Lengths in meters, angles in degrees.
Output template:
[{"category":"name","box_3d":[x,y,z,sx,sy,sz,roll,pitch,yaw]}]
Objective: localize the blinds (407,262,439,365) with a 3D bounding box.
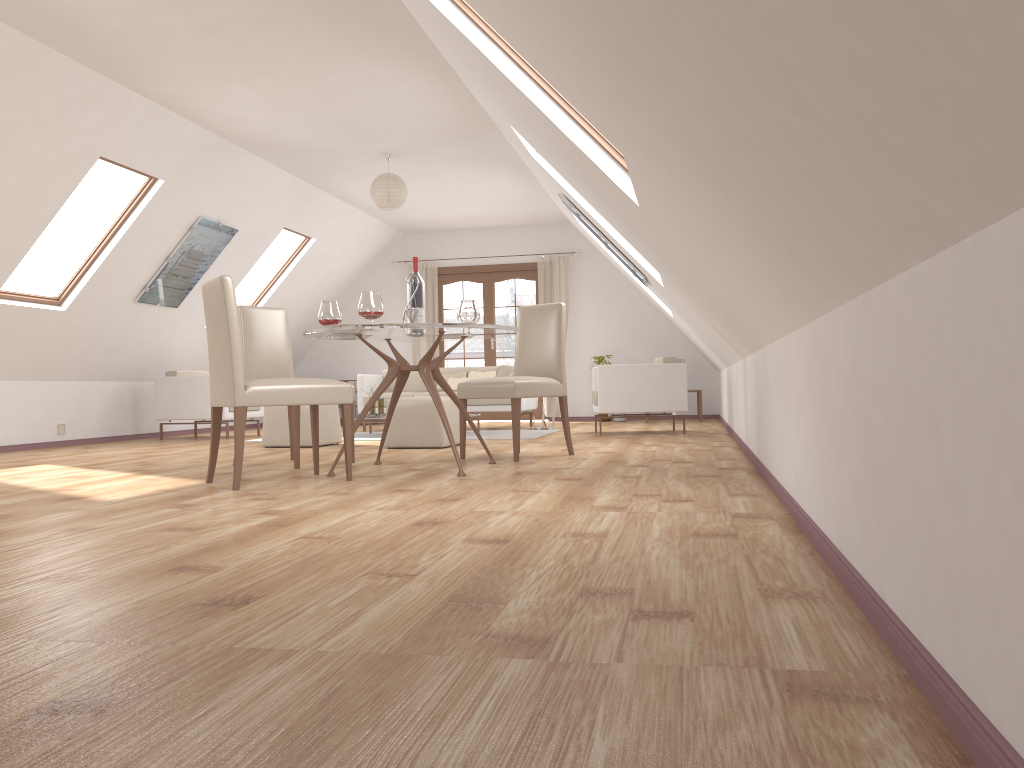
[{"category":"blinds","box_3d":[-1.190,-0.582,12.050,0.423,2.130,0.120,-1,0,9]}]

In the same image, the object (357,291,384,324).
[{"category":"object","box_3d":[-0.729,-0.383,4.577,0.136,0.183,0.136,-1,0,-10]}]

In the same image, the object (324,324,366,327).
[{"category":"object","box_3d":[-0.870,-0.298,4.696,0.228,0.020,0.228,-1,0,-33]}]

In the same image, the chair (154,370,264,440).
[{"category":"chair","box_3d":[-3.121,0.205,9.212,0.820,0.706,0.748,-1,0,14]}]

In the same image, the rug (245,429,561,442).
[{"category":"rug","box_3d":[-1.017,0.506,8.730,2.800,0.007,1.600,-1,0,12]}]

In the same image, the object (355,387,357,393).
[{"category":"object","box_3d":[-2.208,0.090,11.939,0.109,0.109,0.435,-1,0,12]}]

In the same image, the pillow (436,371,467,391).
[{"category":"pillow","box_3d":[-0.692,-0.032,10.136,0.351,0.235,0.185,-1,0,15]}]

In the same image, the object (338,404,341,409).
[{"category":"object","box_3d":[-2.387,0.283,11.974,0.109,0.109,0.435,-1,0,12]}]

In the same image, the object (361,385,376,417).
[{"category":"object","box_3d":[-1.420,0.148,8.940,0.184,0.359,0.123,-1,0,-37]}]

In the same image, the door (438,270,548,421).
[{"category":"door","box_3d":[-0.301,-0.508,11.962,1.546,2.001,0.098,-1,0,12]}]

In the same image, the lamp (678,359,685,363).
[{"category":"lamp","box_3d":[2.053,-0.122,11.032,0.180,0.375,0.221,-1,0,-45]}]

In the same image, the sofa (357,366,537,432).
[{"category":"sofa","box_3d":[-0.718,0.158,10.035,1.880,0.706,0.820,-1,0,12]}]

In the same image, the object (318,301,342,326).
[{"category":"object","box_3d":[-1.026,-0.374,5.000,0.136,0.183,0.136,-1,0,-10]}]

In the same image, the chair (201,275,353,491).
[{"category":"chair","box_3d":[-1.177,-0.011,4.418,0.618,0.999,0.477,-1,0,-34]}]

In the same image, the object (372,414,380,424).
[{"category":"object","box_3d":[-1.856,0.333,12.065,0.115,0.443,0.120,-1,0,6]}]

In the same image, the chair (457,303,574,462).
[{"category":"chair","box_3d":[0.029,-0.029,5.692,0.477,0.999,0.618,-2,0,39]}]

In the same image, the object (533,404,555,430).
[{"category":"object","box_3d":[0.341,0.351,9.567,0.212,0.267,0.315,-1,0,-1]}]

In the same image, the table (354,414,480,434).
[{"category":"table","box_3d":[-0.967,0.414,8.788,1.173,0.190,0.730,-1,0,12]}]

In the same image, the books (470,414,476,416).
[{"category":"books","box_3d":[-0.498,0.305,8.657,0.280,0.005,0.192,-1,0,4]}]

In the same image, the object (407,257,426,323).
[{"category":"object","box_3d":[-0.551,-0.512,5.097,0.109,0.435,0.109,-1,0,7]}]

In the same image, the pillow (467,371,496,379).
[{"category":"pillow","box_3d":[-0.359,-0.039,10.063,0.351,0.225,0.196,-1,0,17]}]

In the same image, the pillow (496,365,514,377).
[{"category":"pillow","box_3d":[-0.061,-0.080,9.957,0.269,0.276,0.424,-1,0,-29]}]

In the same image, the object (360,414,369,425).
[{"category":"object","box_3d":[-1.981,0.334,11.877,0.115,0.443,0.120,-1,0,6]}]

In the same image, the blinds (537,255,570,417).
[{"category":"blinds","box_3d":[0.564,-0.625,11.651,0.424,2.129,0.123,-1,0,6]}]

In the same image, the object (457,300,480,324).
[{"category":"object","box_3d":[-0.251,-0.390,5.112,0.136,0.183,0.136,-2,0,38]}]

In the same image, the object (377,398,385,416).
[{"category":"object","box_3d":[-1.335,0.234,9.038,0.075,0.185,0.075,-2,0,43]}]

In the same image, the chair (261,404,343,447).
[{"category":"chair","box_3d":[-1.754,0.318,7.425,0.506,0.394,0.506,-1,0,16]}]

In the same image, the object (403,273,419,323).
[{"category":"object","box_3d":[-0.556,-0.455,4.945,0.086,0.322,0.096,-1,0,-26]}]

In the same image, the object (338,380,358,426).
[{"category":"object","box_3d":[-2.468,0.257,12.034,0.854,0.608,0.417,-1,0,12]}]

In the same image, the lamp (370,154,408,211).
[{"category":"lamp","box_3d":[-1.127,-1.844,8.097,0.340,0.497,0.340,-1,0,-39]}]

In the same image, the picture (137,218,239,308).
[{"category":"picture","box_3d":[-3.048,-1.124,8.379,0.683,0.738,0.650,-1,0,12]}]

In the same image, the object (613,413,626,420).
[{"category":"object","box_3d":[1.348,0.229,11.080,0.234,0.480,0.209,-1,0,-22]}]

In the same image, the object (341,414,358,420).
[{"category":"object","box_3d":[-2.200,0.466,11.935,0.109,0.109,0.435,-1,0,12]}]

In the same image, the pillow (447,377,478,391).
[{"category":"pillow","box_3d":[-0.573,0.007,9.958,0.363,0.170,0.227,-1,0,17]}]

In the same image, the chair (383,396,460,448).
[{"category":"chair","box_3d":[-0.686,0.292,6.960,0.506,0.394,0.506,-1,0,16]}]

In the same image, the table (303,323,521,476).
[{"category":"table","box_3d":[-0.542,0.091,4.942,1.198,0.770,1.198,-1,0,32]}]

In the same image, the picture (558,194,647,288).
[{"category":"picture","box_3d":[0.786,-1.212,7.593,0.683,0.738,0.650,-1,0,12]}]

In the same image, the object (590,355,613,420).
[{"category":"object","box_3d":[1.167,0.050,11.371,0.311,0.846,0.307,-1,0,4]}]

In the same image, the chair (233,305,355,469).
[{"category":"chair","box_3d":[-1.362,0.000,5.500,0.618,0.999,0.477,-1,0,36]}]

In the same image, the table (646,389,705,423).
[{"category":"table","box_3d":[1.980,0.262,10.880,0.730,0.390,0.773,-1,0,10]}]

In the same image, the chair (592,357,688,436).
[{"category":"chair","box_3d":[1.173,0.107,8.320,0.820,0.706,0.748,-1,0,1]}]
